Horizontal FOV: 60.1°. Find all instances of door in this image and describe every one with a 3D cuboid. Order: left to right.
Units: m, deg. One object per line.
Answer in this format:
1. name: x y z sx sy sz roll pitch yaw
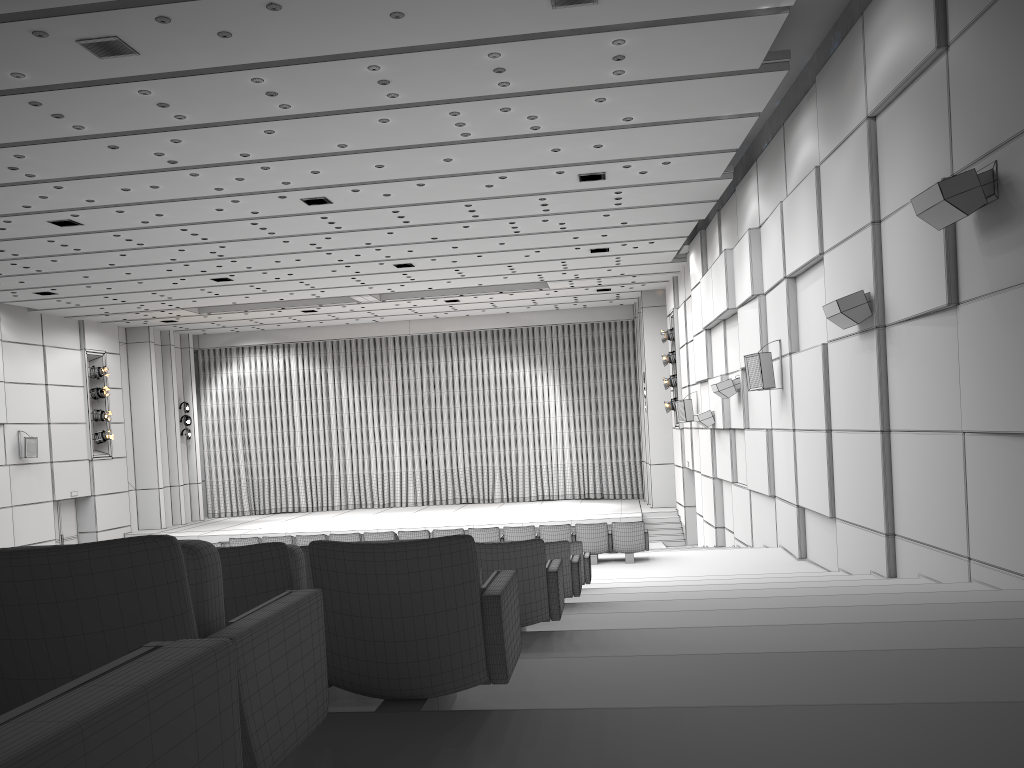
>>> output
1. door: -13.117 4.437 25.739 0.086 2.179 1.697 -3 0 7

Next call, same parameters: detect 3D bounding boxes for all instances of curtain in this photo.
1. curtain: -3.198 1.174 31.776 16.138 6.524 1.428 -3 1 7

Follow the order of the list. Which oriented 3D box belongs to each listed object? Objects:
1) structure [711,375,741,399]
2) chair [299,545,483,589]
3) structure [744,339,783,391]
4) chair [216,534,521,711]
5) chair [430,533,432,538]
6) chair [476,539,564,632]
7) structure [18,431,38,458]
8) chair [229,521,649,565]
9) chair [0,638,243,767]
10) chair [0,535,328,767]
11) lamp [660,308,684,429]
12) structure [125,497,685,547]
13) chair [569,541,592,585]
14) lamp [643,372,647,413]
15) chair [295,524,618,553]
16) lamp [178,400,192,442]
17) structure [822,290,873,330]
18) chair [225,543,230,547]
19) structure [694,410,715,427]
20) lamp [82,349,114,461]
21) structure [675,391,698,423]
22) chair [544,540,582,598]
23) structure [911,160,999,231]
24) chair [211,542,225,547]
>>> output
1. structure: 3.957 0.062 16.331 0.471 0.417 0.520 -3 -1 3
2. chair: -6.713 1.351 4.635 13.206 0.622 0.612 -3 -1 7
3. structure: 3.772 -0.275 13.242 0.410 0.745 0.409 -3 0 -36
4. chair: -6.825 1.152 3.537 13.756 0.622 0.612 -3 -1 7
5. chair: -0.913 2.963 16.076 6.603 0.622 0.612 -3 -1 7
6. chair: -6.548 1.547 5.727 13.756 0.622 0.612 -3 -1 7
7. structure: -12.914 1.605 23.611 0.410 0.745 0.409 -3 0 -36
8. chair: -1.190 2.568 13.886 6.604 0.622 0.612 -3 -1 7
9. chair: -7.101 0.756 1.346 13.756 0.622 0.612 -3 -1 7
10. chair: -6.990 0.956 2.445 13.206 0.622 0.612 -3 -1 7
11. lamp: 4.592 -0.403 24.795 0.755 3.342 1.021 -3 1 3
12. structure: -3.323 4.717 28.729 17.828 0.846 8.317 -3 -3 7
13. chair: -5.995 2.339 10.107 13.756 0.622 0.612 -3 -1 7
14. lamp: 4.286 0.268 27.424 0.437 1.479 0.385 -3 1 3
15. chair: -1.034 2.765 14.979 6.053 0.622 0.612 -3 -1 7
16. lamp: -11.299 1.272 30.506 0.437 1.479 0.385 -3 1 11
17. structure: 3.662 -0.824 9.542 0.471 0.417 0.520 -3 -1 4
18. chair: -8.545 3.838 19.220 6.603 0.622 0.612 -3 -1 7
19. structure: 4.155 0.717 18.870 0.471 0.417 0.520 -3 -1 4
20. lamp: -12.591 0.637 26.846 0.746 3.342 1.019 -3 1 7
21. structure: 4.288 0.568 21.632 0.410 0.745 0.409 -3 0 -36
22. chair: -6.272 1.943 7.917 13.756 0.622 0.612 -3 -1 7
23. structure: 3.502 -1.480 7.005 0.471 0.418 0.520 -3 -1 3
24. chair: -8.666 3.639 18.123 6.053 0.622 0.612 -3 -1 7
